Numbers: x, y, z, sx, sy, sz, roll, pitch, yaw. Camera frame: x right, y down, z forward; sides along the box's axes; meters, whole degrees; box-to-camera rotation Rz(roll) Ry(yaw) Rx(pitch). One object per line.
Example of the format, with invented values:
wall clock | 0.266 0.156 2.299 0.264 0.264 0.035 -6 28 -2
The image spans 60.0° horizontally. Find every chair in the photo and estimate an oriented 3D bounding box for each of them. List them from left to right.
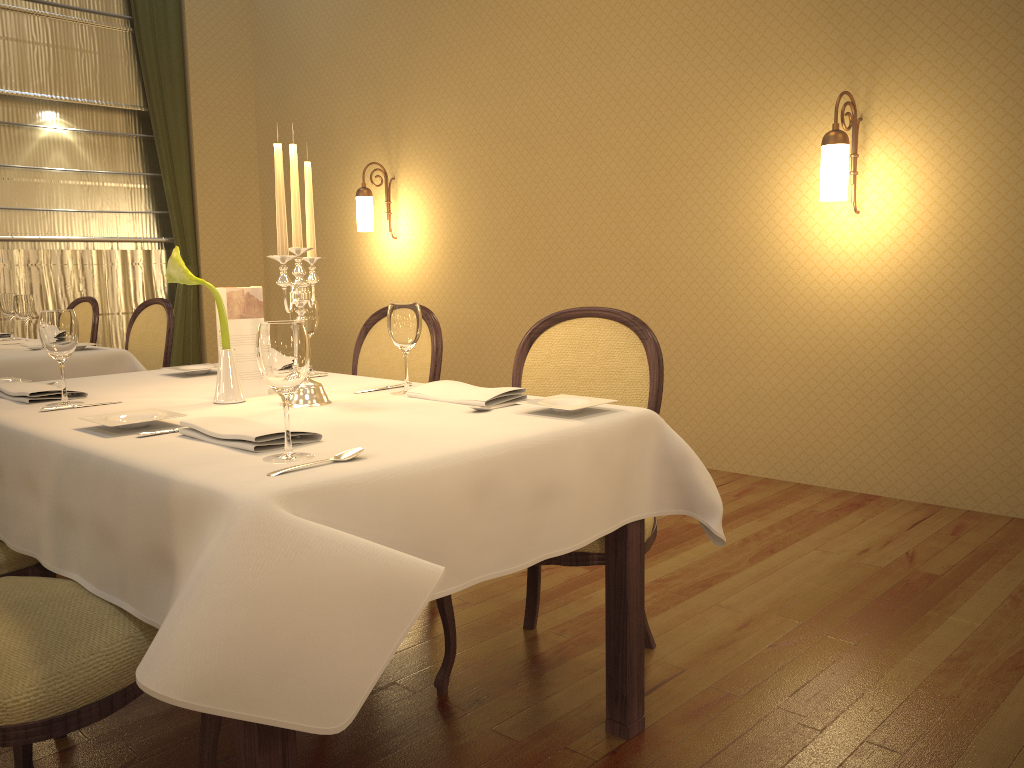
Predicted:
chair | -1.408 0.359 2.001 0.530 0.955 0.571 6 10 43
chair | -0.865 0.417 1.483 0.530 0.955 0.571 1 8 18
chair | -2.474 0.027 4.678 0.530 0.955 0.571 6 10 43
chair | -1.859 0.091 4.106 0.530 0.955 0.571 6 10 43
chair | -0.522 0.230 2.863 0.530 0.955 0.571 6 10 43
chair | 0.137 0.290 2.311 0.530 0.955 0.571 2 8 23

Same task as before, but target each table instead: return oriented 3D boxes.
table | -2.600 0.202 4.097 2.152 0.759 1.385 6 10 43
table | -0.647 0.404 2.282 2.152 0.759 1.385 6 10 43

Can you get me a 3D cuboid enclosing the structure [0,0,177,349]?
structure | -3.224 -1.963 6.262 0.137 4.511 1.898 6 10 43

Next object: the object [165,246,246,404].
object | -0.726 -0.138 2.102 0.163 0.375 0.076 -5 8 -25

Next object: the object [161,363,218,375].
object | -0.975 -0.041 2.748 0.160 0.024 0.160 6 10 43

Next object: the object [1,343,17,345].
object | -2.289 -0.193 4.135 0.017 0.010 0.185 6 10 43

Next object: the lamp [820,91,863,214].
lamp | 1.425 -1.002 3.845 0.114 0.513 0.323 4 9 32

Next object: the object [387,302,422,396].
object | -0.268 -0.090 2.230 0.088 0.229 0.088 -2 8 -5

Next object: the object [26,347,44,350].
object | -1.982 -0.156 3.797 0.038 0.015 0.181 6 10 44

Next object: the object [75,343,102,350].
object | -1.835 -0.153 3.725 0.160 0.024 0.160 6 10 43

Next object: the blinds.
blinds | -3.131 -1.967 6.185 0.129 4.537 1.876 6 10 43

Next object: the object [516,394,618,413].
object | 0.118 0.049 1.910 0.160 0.024 0.160 6 10 43

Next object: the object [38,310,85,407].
object | -1.090 -0.064 2.145 0.088 0.229 0.088 -1 7 1

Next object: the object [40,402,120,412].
object | -1.022 0.050 2.108 0.017 0.010 0.185 6 10 44

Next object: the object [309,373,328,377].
object | -0.616 -0.019 2.580 0.017 0.010 0.185 6 10 43

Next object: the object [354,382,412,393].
object | -0.336 0.010 2.320 0.017 0.010 0.185 6 10 43

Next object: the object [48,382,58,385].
object | -1.342 0.012 2.431 0.038 0.015 0.181 6 10 44

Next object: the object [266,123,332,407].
object | -0.495 -0.274 2.060 0.131 0.655 0.390 -3 8 -12

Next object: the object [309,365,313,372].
object | -0.770 -0.052 2.813 0.273 0.024 0.142 6 10 43

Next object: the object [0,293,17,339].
object | -2.506 -0.338 4.429 0.088 0.229 0.088 -1 7 1

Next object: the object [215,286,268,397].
object | -0.662 -0.107 2.246 0.081 0.277 0.166 1 8 15

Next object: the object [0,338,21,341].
object | -2.498 -0.214 4.330 0.017 0.010 0.185 6 10 43

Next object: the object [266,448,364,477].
object | -0.314 0.125 1.426 0.038 0.015 0.181 6 10 44

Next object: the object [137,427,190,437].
object | -0.653 0.089 1.766 0.017 0.010 0.185 6 10 44

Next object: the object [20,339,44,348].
object | -2.065 -0.181 3.946 0.273 0.033 0.142 6 10 43

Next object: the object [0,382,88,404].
object | -1.231 0.019 2.306 0.273 0.033 0.142 6 10 43

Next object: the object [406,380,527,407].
object | -0.112 0.022 2.131 0.273 0.033 0.142 6 10 43

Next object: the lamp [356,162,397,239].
lamp | -0.935 -1.247 6.038 0.114 0.513 0.323 4 9 32

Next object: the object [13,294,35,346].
object | -2.221 -0.292 4.045 0.088 0.229 0.088 -1 7 1

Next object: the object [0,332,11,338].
object | -2.723 -0.254 4.628 0.273 0.024 0.142 6 10 43

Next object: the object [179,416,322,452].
object | -0.497 0.089 1.674 0.273 0.033 0.142 6 10 43

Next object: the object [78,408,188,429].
object | -0.776 0.078 1.817 0.160 0.024 0.160 6 10 43

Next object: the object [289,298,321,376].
object | -0.624 -0.142 2.680 0.088 0.229 0.088 -1 7 1

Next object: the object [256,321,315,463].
object | -0.377 0.011 1.476 0.088 0.229 0.088 -1 7 1

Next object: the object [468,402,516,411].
object | -0.029 0.047 1.981 0.038 0.015 0.181 6 10 44

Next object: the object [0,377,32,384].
object | -1.448 0.005 2.467 0.160 0.024 0.160 6 10 43
